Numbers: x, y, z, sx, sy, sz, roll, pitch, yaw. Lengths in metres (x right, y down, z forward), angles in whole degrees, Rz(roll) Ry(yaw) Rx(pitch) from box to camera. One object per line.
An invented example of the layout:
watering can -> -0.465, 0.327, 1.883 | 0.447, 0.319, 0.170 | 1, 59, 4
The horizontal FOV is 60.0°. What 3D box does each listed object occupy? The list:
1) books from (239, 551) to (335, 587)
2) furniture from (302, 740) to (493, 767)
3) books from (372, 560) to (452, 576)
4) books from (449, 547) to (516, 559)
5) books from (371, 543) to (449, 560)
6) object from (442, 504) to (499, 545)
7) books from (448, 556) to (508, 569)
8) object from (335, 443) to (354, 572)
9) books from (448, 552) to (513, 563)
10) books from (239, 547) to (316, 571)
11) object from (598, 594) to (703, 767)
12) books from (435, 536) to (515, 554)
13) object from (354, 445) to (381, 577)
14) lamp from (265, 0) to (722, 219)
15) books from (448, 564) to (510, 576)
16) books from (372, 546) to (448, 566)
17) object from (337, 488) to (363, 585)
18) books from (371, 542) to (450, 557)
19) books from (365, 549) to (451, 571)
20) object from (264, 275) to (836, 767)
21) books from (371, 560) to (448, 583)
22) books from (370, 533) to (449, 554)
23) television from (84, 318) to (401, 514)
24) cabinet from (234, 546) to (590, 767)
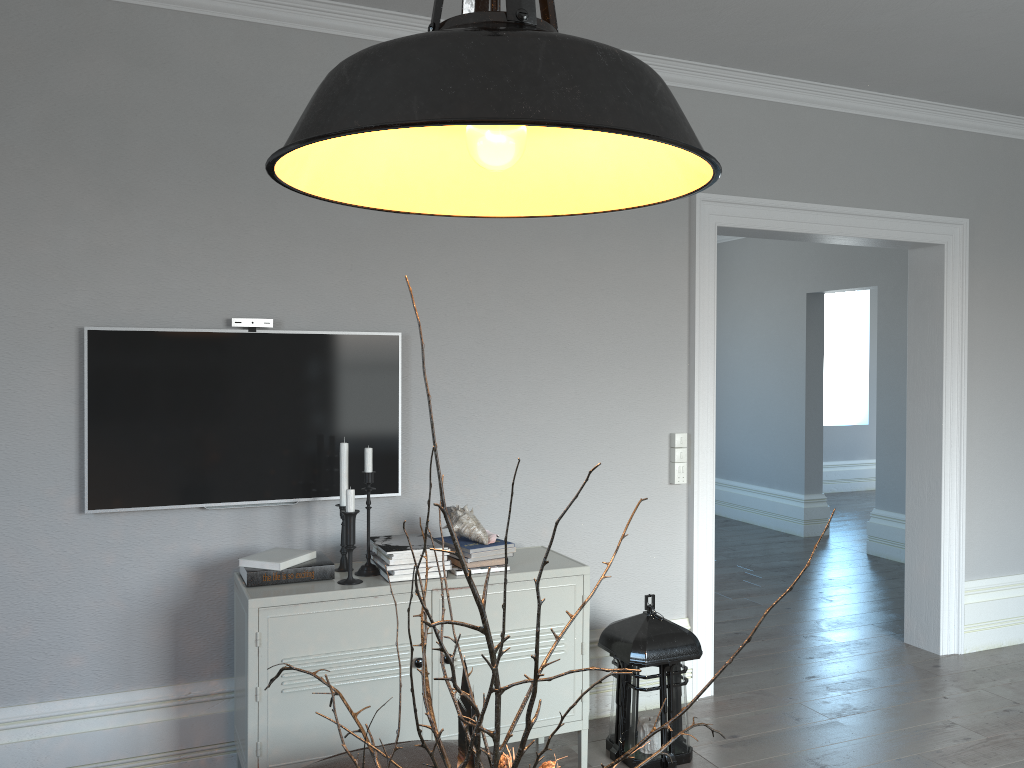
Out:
books -> -0.745, 0.607, 2.921 | 0.276, 0.049, 0.218 | 0, 1, -23
furniture -> -0.254, 1.183, 2.192 | 0.574, 0.440, 0.583 | 0, 1, -23
books -> -0.344, 0.603, 2.999 | 0.200, 0.016, 0.253 | 0, 1, -25
books -> -0.130, 0.569, 3.095 | 0.184, 0.017, 0.235 | -1, 2, -36
books -> -0.348, 0.556, 3.001 | 0.196, 0.010, 0.265 | 0, 1, -23
object -> -0.143, 0.483, 3.093 | 0.192, 0.127, 0.194 | 0, 1, -30
books -> -0.144, 0.604, 3.108 | 0.175, 0.027, 0.238 | 0, 1, -27
object -> -0.571, 0.408, 3.017 | 0.066, 0.457, 0.066 | 1, 1, 34
books -> -0.137, 0.584, 3.096 | 0.184, 0.014, 0.235 | -1, 2, -34
books -> -0.766, 0.572, 2.905 | 0.161, 0.024, 0.199 | 1, 1, 21
object -> 0.515, 1.086, 3.325 | 0.323, 0.599, 0.323 | 0, 1, -23
books -> -0.135, 0.553, 3.092 | 0.184, 0.014, 0.235 | -1, 2, -36
object -> -0.480, 0.421, 2.966 | 0.092, 0.431, 0.092 | 1, 1, 26
lamp -> -0.017, -0.767, 1.002 | 0.504, 1.076, 0.504 | 1, 1, 24
books -> -0.144, 0.625, 3.091 | 0.196, 0.014, 0.243 | 0, 1, -23
books -> -0.349, 0.570, 2.996 | 0.200, 0.019, 0.251 | 0, 1, -21
object -> -0.519, 0.485, 2.848 | 0.083, 0.311, 0.083 | 1, 1, 44
books -> -0.347, 0.546, 2.996 | 0.196, 0.010, 0.260 | 0, 1, -25
books -> -0.356, 0.587, 3.003 | 0.222, 0.016, 0.271 | 0, 1, -23
object -> -0.004, 0.411, 1.138 | 0.853, 1.066, 0.525 | 1, 1, 37
books -> -0.354, 0.622, 3.005 | 0.200, 0.022, 0.271 | 0, 1, -21
books -> -0.354, 0.537, 2.996 | 0.212, 0.008, 0.263 | 0, 1, -22
television -> -0.907, 0.099, 3.106 | 1.063, 0.657, 0.041 | 0, 1, -23
cabinet -> -0.328, 1.010, 3.023 | 1.152, 0.757, 0.408 | 0, 1, -23
